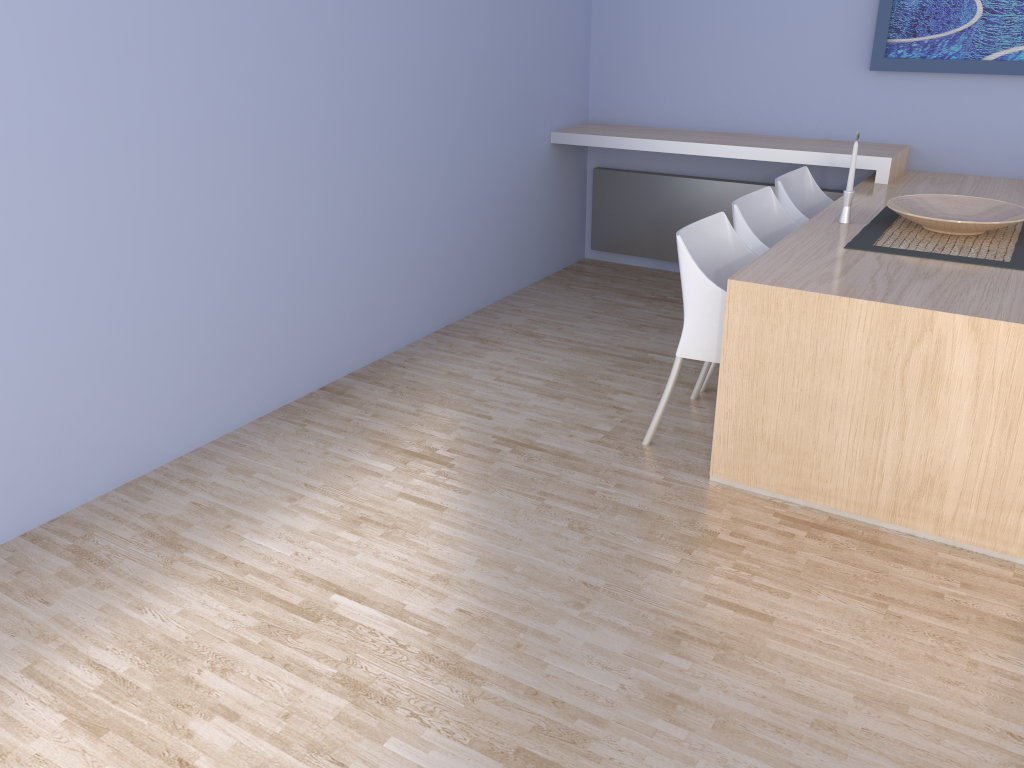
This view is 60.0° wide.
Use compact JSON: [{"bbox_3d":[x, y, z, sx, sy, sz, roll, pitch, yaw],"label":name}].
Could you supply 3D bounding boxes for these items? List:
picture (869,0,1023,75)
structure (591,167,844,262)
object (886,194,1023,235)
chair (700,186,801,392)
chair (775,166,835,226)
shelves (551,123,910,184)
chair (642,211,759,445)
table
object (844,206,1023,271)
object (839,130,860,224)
[{"bbox_3d":[2.316,-1.850,3.939,1.252,0.901,0.049,14,27,29],"label":"picture"},{"bbox_3d":[2.140,-0.692,4.562,3.843,0.503,0.064,14,27,29],"label":"structure"},{"bbox_3d":[1.668,-0.625,3.337,0.493,0.081,0.493,-18,29,-36],"label":"object"},{"bbox_3d":[1.123,-0.371,3.679,0.486,0.793,0.510,14,27,29],"label":"chair"},{"bbox_3d":[1.427,-0.566,4.126,0.486,0.793,0.510,14,27,29],"label":"chair"},{"bbox_3d":[1.988,-0.722,4.420,3.901,0.840,0.463,14,27,29],"label":"shelves"},{"bbox_3d":[0.819,-0.176,3.232,0.486,0.793,0.510,14,27,29],"label":"chair"},{"bbox_3d":[1.721,-0.292,3.580,1.002,0.718,2.340,14,27,29],"label":"table"},{"bbox_3d":[1.670,-0.585,3.350,0.594,0.005,0.986,13,27,29],"label":"object"},{"bbox_3d":[1.300,-0.792,3.398,0.045,0.349,0.045,-7,24,-15],"label":"object"}]
